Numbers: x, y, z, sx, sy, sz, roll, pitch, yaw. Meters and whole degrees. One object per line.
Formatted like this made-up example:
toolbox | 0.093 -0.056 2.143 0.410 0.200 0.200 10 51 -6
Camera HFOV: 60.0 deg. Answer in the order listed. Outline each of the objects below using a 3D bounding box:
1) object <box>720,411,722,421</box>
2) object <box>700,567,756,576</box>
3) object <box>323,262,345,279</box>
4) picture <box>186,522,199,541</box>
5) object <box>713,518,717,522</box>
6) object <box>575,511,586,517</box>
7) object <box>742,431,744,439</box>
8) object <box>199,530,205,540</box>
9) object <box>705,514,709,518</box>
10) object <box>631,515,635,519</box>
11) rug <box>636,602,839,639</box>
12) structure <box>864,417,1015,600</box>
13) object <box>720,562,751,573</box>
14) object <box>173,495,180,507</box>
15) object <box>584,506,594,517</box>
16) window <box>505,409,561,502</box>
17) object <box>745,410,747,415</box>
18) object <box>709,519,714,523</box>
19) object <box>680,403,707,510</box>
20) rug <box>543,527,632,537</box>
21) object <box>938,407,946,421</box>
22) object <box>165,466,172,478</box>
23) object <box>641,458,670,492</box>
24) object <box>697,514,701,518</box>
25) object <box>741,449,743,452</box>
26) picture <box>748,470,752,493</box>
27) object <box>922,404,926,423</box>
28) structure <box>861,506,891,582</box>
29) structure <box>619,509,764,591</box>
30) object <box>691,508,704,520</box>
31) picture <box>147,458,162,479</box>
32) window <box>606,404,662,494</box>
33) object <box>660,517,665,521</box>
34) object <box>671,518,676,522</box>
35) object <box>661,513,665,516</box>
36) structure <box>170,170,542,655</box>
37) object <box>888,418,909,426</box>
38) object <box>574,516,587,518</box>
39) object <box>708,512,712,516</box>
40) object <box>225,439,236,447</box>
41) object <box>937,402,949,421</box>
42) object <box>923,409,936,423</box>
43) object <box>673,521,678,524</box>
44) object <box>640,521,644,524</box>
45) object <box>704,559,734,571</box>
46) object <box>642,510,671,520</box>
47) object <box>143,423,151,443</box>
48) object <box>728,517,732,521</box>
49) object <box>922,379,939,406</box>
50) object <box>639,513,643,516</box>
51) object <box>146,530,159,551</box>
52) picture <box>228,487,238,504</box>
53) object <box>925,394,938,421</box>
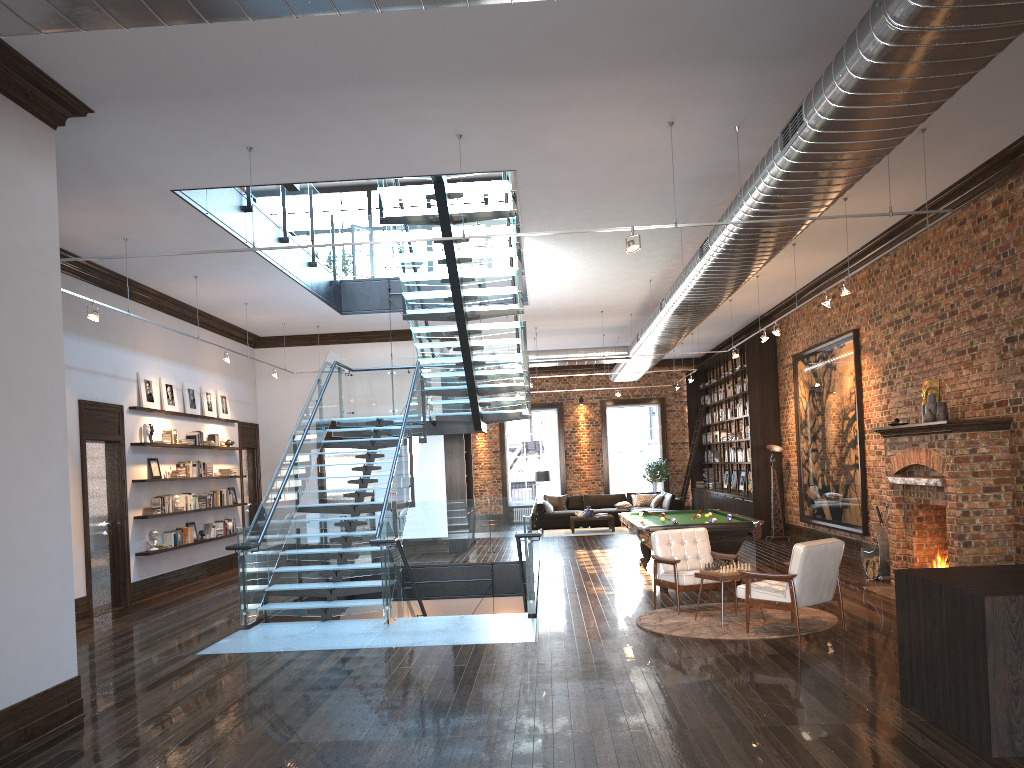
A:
object | 5.150 0.790 21.825 0.075 0.254 0.087 -3 -1 -8
object | 2.141 1.862 8.809 0.388 0.028 0.390 0 -6 -23
object | -3.977 -2.223 20.464 0.811 1.861 0.803 -2 -1 -40
picture | -5.062 2.338 14.041 0.077 0.299 0.301 -3 -3 2
object | 2.643 1.774 11.577 0.057 0.057 0.057 -5 -4 41
object | 1.619 3.063 20.866 0.220 0.159 0.218 -6 -5 44
object | 5.061 1.055 19.340 0.069 0.288 0.117 -3 -1 -5
object | -5.017 2.441 14.359 0.106 0.151 0.082 -3 -1 1
object | 2.726 1.847 12.409 0.057 0.057 0.057 -3 -3 2
object | 1.761 1.933 12.871 0.057 0.057 0.057 -3 -3 1
rug | 2.236 2.362 8.914 1.970 0.015 1.977 -3 -5 4
structure | 4.570 1.390 9.725 0.887 1.903 2.005 -3 -3 2
object | 2.188 1.787 8.690 0.334 0.101 0.076 -1 -3 -23
object | -5.068 1.755 13.378 0.148 0.187 0.127 -3 -2 18
object | 1.820 3.023 21.023 0.216 0.250 0.215 -4 -3 35
window | 0.597 2.102 25.240 1.520 2.749 0.155 -3 0 2
object | 5.162 0.622 19.357 0.096 0.136 0.236 -2 -4 -14
object | 2.548 1.755 11.319 0.057 0.057 0.057 -3 -3 7
object | 4.769 2.075 23.626 0.897 3.072 0.496 -3 0 2
rug | 1.757 3.493 20.967 2.021 0.003 2.121 -3 -5 2
object | 4.752 0.347 9.798 0.082 0.178 0.081 -4 -2 44
object | -5.114 1.314 13.220 0.059 0.187 0.122 -3 -2 38
object | 3.970 2.954 24.449 0.812 1.861 0.801 -3 -1 10
object | 2.626 1.857 12.470 0.057 0.057 0.057 -1 -3 -33
object | 5.268 1.618 20.064 0.166 0.282 0.015 -3 0 2
picture | 5.330 2.174 19.762 0.112 0.497 0.509 -3 -3 2
object | 4.800 0.349 10.242 0.118 0.249 0.118 -2 -2 -40
structure | 4.783 1.996 11.143 0.538 0.917 0.929 -3 -3 2
structure | 2.377 2.247 12.259 1.553 0.849 2.967 -3 -5 2
object | 2.708 1.886 12.920 0.028 0.072 1.609 -3 -5 18
picture | -5.155 1.220 12.802 0.077 0.299 0.301 -3 -3 2
window | 3.453 1.961 25.132 1.520 2.749 0.155 -3 0 2
object | 2.063 1.854 12.155 0.057 0.057 0.057 -5 -4 39
object | 2.161 1.822 11.856 0.057 0.057 0.057 -1 -3 -28
object | 2.242 1.937 13.150 0.057 0.057 0.057 0 -4 -39
structure | -1.342 1.035 11.824 3.577 14.471 7.057 -3 -1 2
object | 4.559 0.453 10.460 0.237 0.105 0.237 -4 -5 12
object | 1.612 3.133 20.855 0.267 0.018 0.202 -5 -6 26
object | 2.843 1.871 12.728 0.057 0.057 0.057 0 -4 -43
object | -4.986 1.038 15.528 0.281 0.135 0.125 0 -4 -31
object | 4.812 0.322 9.914 0.120 0.242 0.120 -3 -1 22
object | 4.661 0.364 9.899 0.136 0.169 0.136 -5 -3 44
object | 2.074 1.770 11.244 0.057 0.057 0.057 -3 -3 7
object | 1.709 1.824 11.654 0.057 0.057 0.057 0 -4 -41
object | 2.088 1.813 8.929 0.334 0.101 0.076 -1 -3 -23
object | 2.113 1.915 12.942 0.028 0.072 1.612 -3 -5 -6
object | -5.159 0.700 12.520 0.098 0.287 0.098 -3 -1 44
object | 2.838 1.763 11.553 0.057 0.057 0.057 -4 -3 24
object | 4.918 0.224 10.491 0.125 0.535 0.410 -3 -2 2
object | 1.954 1.976 13.433 0.057 0.057 0.057 -3 -3 3
object | -5.086 2.211 12.532 0.165 0.282 0.171 -2 -2 -29
picture | -5.013 2.005 15.925 0.077 0.299 0.301 -3 -3 2
object | 4.786 0.287 10.097 0.145 0.349 0.145 -3 -1 39
